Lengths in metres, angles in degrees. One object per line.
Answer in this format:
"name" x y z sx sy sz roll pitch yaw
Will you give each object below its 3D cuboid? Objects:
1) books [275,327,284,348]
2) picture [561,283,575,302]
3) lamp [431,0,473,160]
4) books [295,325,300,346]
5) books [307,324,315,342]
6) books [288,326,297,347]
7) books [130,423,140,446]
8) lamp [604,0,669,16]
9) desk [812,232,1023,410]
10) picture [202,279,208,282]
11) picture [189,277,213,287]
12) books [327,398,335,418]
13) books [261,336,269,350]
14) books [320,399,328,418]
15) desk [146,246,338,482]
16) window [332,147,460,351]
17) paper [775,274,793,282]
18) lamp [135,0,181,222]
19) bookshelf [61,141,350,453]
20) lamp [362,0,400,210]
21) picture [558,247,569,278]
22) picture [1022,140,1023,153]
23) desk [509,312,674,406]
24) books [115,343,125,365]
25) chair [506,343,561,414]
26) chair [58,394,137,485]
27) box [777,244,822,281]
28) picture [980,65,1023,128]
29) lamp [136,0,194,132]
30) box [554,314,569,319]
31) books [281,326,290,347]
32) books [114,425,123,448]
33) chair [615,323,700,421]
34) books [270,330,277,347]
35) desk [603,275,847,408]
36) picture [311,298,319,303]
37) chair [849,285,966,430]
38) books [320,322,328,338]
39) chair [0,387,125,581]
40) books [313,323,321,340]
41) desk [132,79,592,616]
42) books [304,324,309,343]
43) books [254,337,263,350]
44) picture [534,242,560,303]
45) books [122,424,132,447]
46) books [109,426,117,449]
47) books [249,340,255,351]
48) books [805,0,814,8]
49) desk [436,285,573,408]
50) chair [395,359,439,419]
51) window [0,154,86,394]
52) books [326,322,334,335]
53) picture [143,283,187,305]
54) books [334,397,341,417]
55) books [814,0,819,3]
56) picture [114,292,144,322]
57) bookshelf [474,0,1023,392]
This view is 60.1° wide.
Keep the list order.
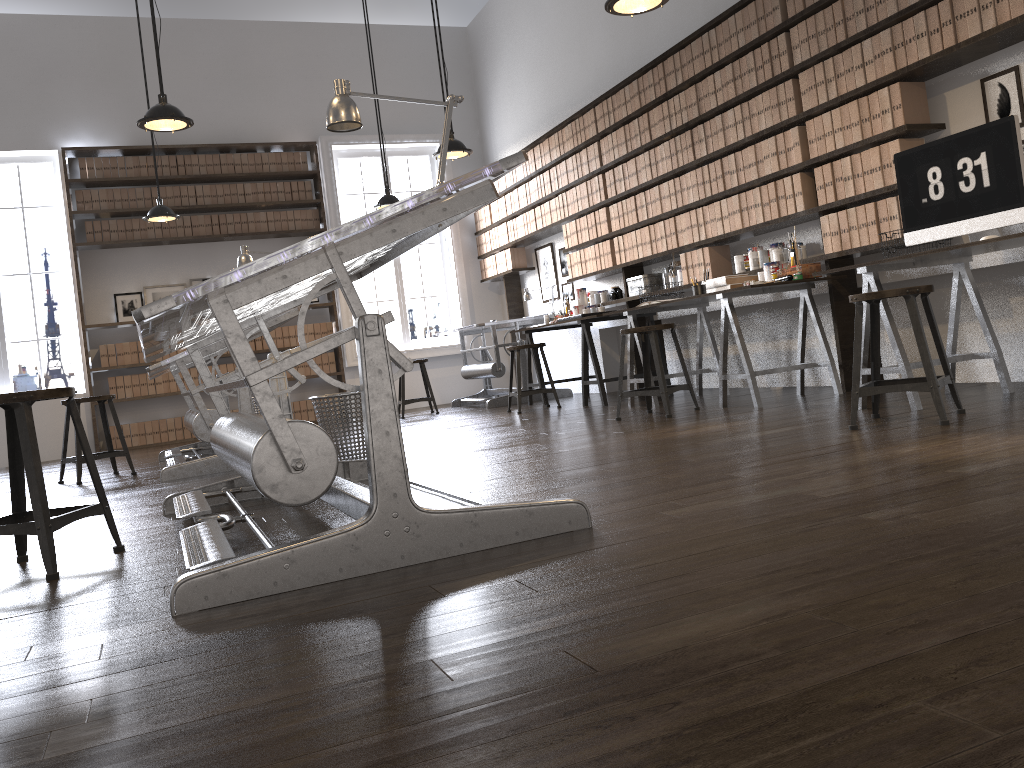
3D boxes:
"books" -2.484 -0.486 9.412 0.067 0.226 0.174 -7 0 -22
"picture" 0.553 -0.901 8.656 0.023 0.183 0.250 -7 1 -22
"lamp" -0.590 -2.859 6.765 0.313 2.255 0.309 -6 -1 -42
"books" -2.295 -0.512 9.489 0.067 0.226 0.174 -7 0 -22
"books" -2.174 -0.528 9.534 0.067 0.226 0.174 -7 0 -22
"books" -2.354 -0.503 9.459 0.067 0.226 0.174 -7 0 -22
"books" -3.758 0.503 8.826 0.067 0.226 0.174 -7 0 -22
"lamp" 0.452 -2.907 4.188 0.312 2.255 0.310 -7 -1 3
"desk" 2.092 -0.255 3.589 0.657 0.670 1.665 -7 1 -22
"picture" -3.015 -0.923 9.252 0.374 0.392 0.148 -7 -1 -22
"picture" -3.150 -0.913 9.253 0.370 0.406 0.091 -7 -1 -22
"books" -1.966 0.255 9.569 0.067 0.226 0.174 -7 0 -22
"books" -2.614 -0.468 9.359 0.067 0.226 0.174 -7 0 -22
"books" -2.032 0.264 9.535 0.067 0.226 0.174 -7 0 -22
"desk" -1.881 -0.200 5.954 1.079 1.387 2.275 -7 1 -22
"window" -1.307 -1.502 9.924 1.247 2.312 0.153 -7 -1 -22
"paper" 1.465 -0.576 4.920 0.137 0.038 0.155 -7 2 -7
"lamp" -3.211 -2.564 7.790 0.313 2.255 0.309 -6 -1 -42
"bookshelf" -3.089 -0.603 9.220 2.479 3.727 0.411 -7 -1 -22
"lamp" -1.322 -2.825 8.564 0.313 2.255 0.309 -6 -1 -42
"picture" 0.521 -1.193 8.653 0.022 0.285 0.201 -7 0 -23
"picture" 2.398 -1.042 4.075 0.023 0.183 0.250 -7 1 -22
"desk" 0.631 -0.188 7.202 0.657 0.670 1.665 -7 1 -22
"books" -3.901 -0.289 8.820 0.067 0.226 0.174 -7 0 -22
"chair" 0.143 -0.046 6.990 0.359 0.528 0.371 -7 0 -14
"chair" -2.634 0.346 5.575 0.373 0.528 0.357 -7 0 -44
"box" 1.601 -0.683 4.966 0.138 0.207 0.211 -7 0 -22
"picture" 2.322 -1.331 4.182 0.022 0.285 0.201 -7 0 -23
"lamp" -2.140 -2.613 5.140 0.313 2.255 0.310 -7 -1 -2
"box" 0.477 -0.570 7.765 0.138 0.083 0.211 -8 1 -22
"books" -2.418 -0.495 9.439 0.067 0.226 0.174 -7 0 -22
"books" -3.889 0.521 8.774 0.067 0.226 0.174 -7 0 -22
"chair" 0.817 -0.072 5.138 0.370 0.528 0.359 -7 0 41
"books" -2.547 -0.477 9.381 0.067 0.226 0.174 -7 0 -22
"desk" 1.291 -0.218 5.570 0.657 0.670 1.665 -7 1 -22
"picture" -2.290 -1.042 9.575 0.344 0.365 0.160 -7 -1 -22
"chair" 1.519 -0.106 3.472 0.357 0.528 0.373 -7 0 36
"books" -2.048 -0.546 9.593 0.067 0.226 0.174 -7 0 -22
"chair" -1.418 0.290 2.588 0.358 0.528 0.372 -7 0 6
"books" -2.111 -0.537 9.565 0.067 0.226 0.174 -7 0 -22
"desk" -0.627 -0.257 2.853 1.079 1.387 2.064 -7 1 -22
"books" -2.236 -0.520 9.511 0.067 0.226 0.174 -7 0 -22
"books" -2.681 -0.458 9.325 0.067 0.226 0.174 -7 0 -22
"picture" 0.362 -1.127 9.034 0.040 0.575 0.414 -7 0 -22
"books" -3.823 0.512 8.797 0.067 0.226 0.174 -7 0 -22
"books" -3.954 0.530 8.749 0.067 0.226 0.174 -7 0 -22
"books" -2.751 -0.449 9.302 0.067 0.226 0.174 -7 0 -22
"books" 1.724 -2.216 4.959 0.175 0.226 0.066 -7 -1 -22
"desk" -0.035 -0.373 8.707 1.073 1.099 1.266 -7 1 -22
"chair" -0.910 0.044 8.294 0.359 0.528 0.371 -7 0 -14
"window" -4.994 -0.988 8.532 1.486 2.500 0.153 -7 -1 -22
"books" -1.985 -0.554 9.611 0.067 0.226 0.174 -7 0 -22
"picture" -3.541 -0.838 9.086 0.416 0.365 0.083 -7 -1 -22
"books" -1.895 0.245 9.595 0.067 0.226 0.174 -7 0 -22
"books" 1.746 -2.217 4.891 0.175 0.226 0.066 -7 -1 -22
"picture" -3.871 -0.768 8.968 0.267 0.315 0.058 -7 -1 -22
"bookshelf" 1.583 -0.823 5.926 0.374 3.208 9.157 -7 1 -22
